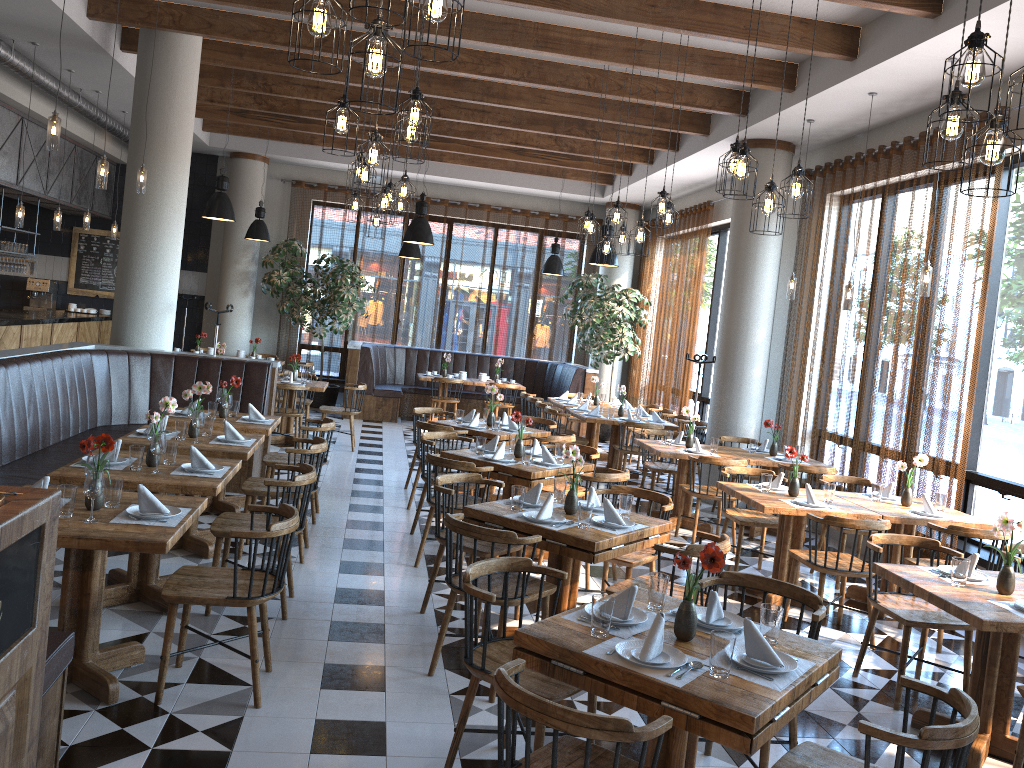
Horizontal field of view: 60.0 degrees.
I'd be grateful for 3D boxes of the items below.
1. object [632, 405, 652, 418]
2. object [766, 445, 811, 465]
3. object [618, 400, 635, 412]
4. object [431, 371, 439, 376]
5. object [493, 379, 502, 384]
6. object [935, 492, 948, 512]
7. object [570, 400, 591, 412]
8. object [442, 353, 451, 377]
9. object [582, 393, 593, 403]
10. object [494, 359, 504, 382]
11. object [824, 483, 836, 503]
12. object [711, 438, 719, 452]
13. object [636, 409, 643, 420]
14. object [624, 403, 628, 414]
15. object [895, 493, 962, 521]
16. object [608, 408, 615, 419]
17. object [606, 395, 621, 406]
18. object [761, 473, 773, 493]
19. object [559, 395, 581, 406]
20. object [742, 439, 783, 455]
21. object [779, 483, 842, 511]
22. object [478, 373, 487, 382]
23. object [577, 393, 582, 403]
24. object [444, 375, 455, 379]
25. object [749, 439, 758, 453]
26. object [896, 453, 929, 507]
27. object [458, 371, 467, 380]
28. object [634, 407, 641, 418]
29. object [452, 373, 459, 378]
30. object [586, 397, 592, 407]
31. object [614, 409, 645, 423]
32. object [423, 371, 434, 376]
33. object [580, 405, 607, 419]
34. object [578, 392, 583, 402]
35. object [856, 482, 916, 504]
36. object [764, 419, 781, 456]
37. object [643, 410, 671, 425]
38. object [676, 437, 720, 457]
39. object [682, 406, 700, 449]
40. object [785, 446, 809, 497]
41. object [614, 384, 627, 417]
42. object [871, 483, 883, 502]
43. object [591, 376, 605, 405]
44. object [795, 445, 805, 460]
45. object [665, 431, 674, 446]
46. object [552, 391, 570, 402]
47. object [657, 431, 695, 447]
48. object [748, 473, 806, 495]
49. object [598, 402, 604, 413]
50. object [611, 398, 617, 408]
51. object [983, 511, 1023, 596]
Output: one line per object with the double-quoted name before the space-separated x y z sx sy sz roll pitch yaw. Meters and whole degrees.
"object" 1.692 0.345 11.367 0.271 0.137 0.353 6 4 -9
"object" 2.614 0.659 8.396 0.351 0.137 0.272 6 4 -9
"object" 1.595 0.288 12.023 0.271 0.137 0.353 6 4 -9
"object" -1.280 -0.178 14.656 0.176 0.067 0.175 9 5 36
"object" -0.218 -0.035 14.282 0.175 0.067 0.176 4 4 -26
"object" 3.108 0.857 6.423 0.080 0.132 0.080 7 3 26
"object" 0.901 0.267 11.270 0.271 0.137 0.353 6 4 -9
"object" -1.062 -0.306 14.438 0.146 0.399 0.207 4 3 -42
"object" 1.097 0.188 12.663 0.351 0.137 0.272 6 4 -9
"object" -0.211 -0.220 14.526 0.146 0.399 0.207 6 2 -3
"object" 2.255 0.773 6.293 0.080 0.132 0.080 5 3 -24
"object" 1.934 0.583 8.461 0.080 0.132 0.080 5 3 -24
"object" 1.548 0.372 10.822 0.080 0.132 0.080 5 3 -24
"object" 1.462 0.315 11.482 0.080 0.132 0.080 5 3 -24
"object" 2.935 0.849 6.224 0.351 0.137 0.272 6 4 -9
"object" 1.176 0.352 10.531 0.080 0.132 0.080 5 3 -24
"object" 1.506 0.235 12.627 0.271 0.137 0.353 6 4 -9
"object" 1.838 0.720 6.410 0.080 0.132 0.080 5 3 -24
"object" 0.804 0.209 11.926 0.271 0.137 0.353 6 4 -9
"object" 2.530 0.612 8.921 0.351 0.137 0.272 6 4 -9
"object" 2.061 0.764 6.091 0.351 0.137 0.272 6 4 -9
"object" -0.481 -0.111 14.510 0.130 0.128 0.129 8 4 35
"object" 0.937 0.195 12.358 0.080 0.132 0.080 5 3 -24
"object" -0.998 -0.114 14.188 0.176 0.067 0.175 8 4 27
"object" 2.372 0.612 8.709 0.080 0.132 0.080 7 2 16
"object" 2.904 0.698 6.451 0.206 0.399 0.146 6 2 -5
"object" -0.801 -0.137 14.383 0.130 0.128 0.129 8 4 35
"object" 1.557 0.359 11.012 0.080 0.132 0.080 5 3 -24
"object" -0.926 -0.140 14.678 0.176 0.067 0.176 6 4 2
"object" 1.018 0.244 11.806 0.080 0.132 0.080 5 3 -24
"object" 1.414 0.370 10.612 0.351 0.137 0.272 6 4 -9
"object" -1.358 -0.166 14.373 0.175 0.067 0.176 5 4 -17
"object" 0.985 0.317 10.703 0.271 0.137 0.353 6 4 -9
"object" 0.960 0.190 12.467 0.080 0.132 0.080 5 3 -24
"object" 2.851 0.803 6.750 0.351 0.137 0.272 6 4 -9
"object" 2.534 0.521 8.665 0.171 0.355 0.156 7 2 14
"object" 1.776 0.395 10.800 0.271 0.137 0.353 6 4 -9
"object" 1.740 0.574 8.262 0.351 0.137 0.272 6 4 -9
"object" 1.710 0.418 8.550 0.206 0.399 0.147 4 3 -45
"object" 2.029 0.629 6.404 0.156 0.355 0.171 5 2 -30
"object" 1.347 0.202 11.004 0.146 0.399 0.207 6 2 -4
"object" 2.692 0.803 6.541 0.080 0.132 0.080 7 3 26
"object" 1.176 0.093 12.267 0.206 0.399 0.146 6 2 -10
"object" 2.788 0.666 8.591 0.080 0.132 0.080 7 2 16
"object" 1.518 0.529 8.579 0.080 0.132 0.080 5 3 -24
"object" 0.720 0.159 12.497 0.271 0.137 0.353 6 4 -9
"object" 1.656 0.527 8.788 0.351 0.137 0.272 6 4 -9
"object" 1.977 0.718 6.617 0.351 0.137 0.272 6 4 -9
"object" 1.114 0.300 11.160 0.080 0.132 0.080 5 3 -24
"object" 1.396 0.260 12.148 0.080 0.132 0.080 5 3 -24
"object" 2.341 0.798 4.203 0.146 0.399 0.207 6 2 -16
